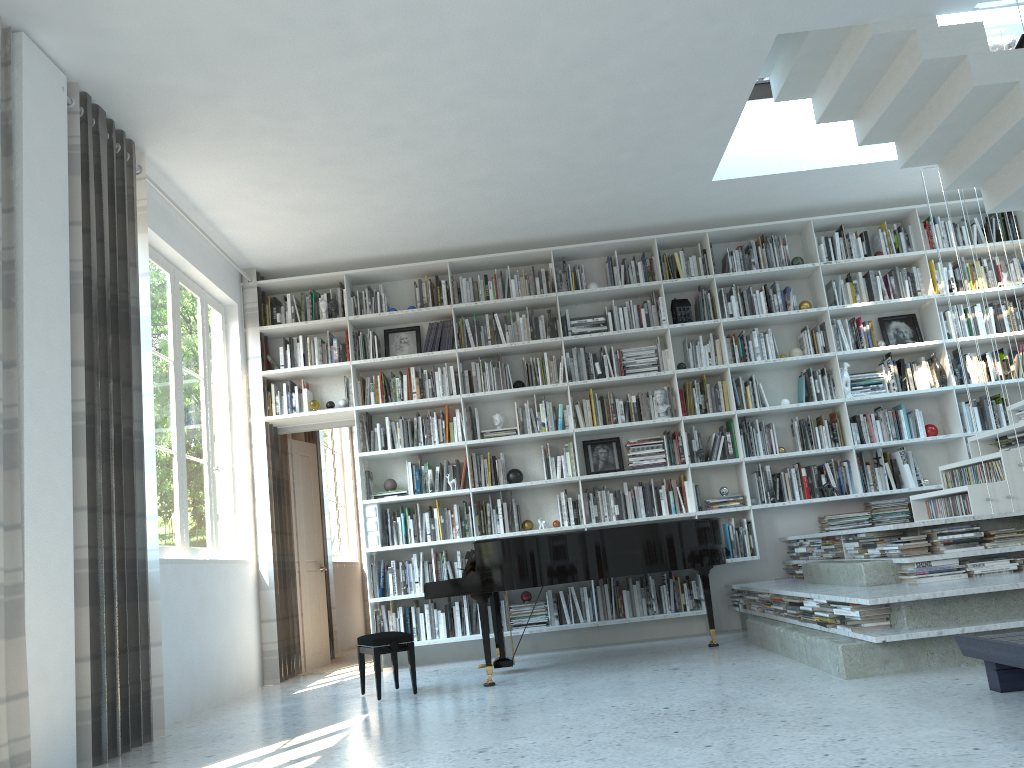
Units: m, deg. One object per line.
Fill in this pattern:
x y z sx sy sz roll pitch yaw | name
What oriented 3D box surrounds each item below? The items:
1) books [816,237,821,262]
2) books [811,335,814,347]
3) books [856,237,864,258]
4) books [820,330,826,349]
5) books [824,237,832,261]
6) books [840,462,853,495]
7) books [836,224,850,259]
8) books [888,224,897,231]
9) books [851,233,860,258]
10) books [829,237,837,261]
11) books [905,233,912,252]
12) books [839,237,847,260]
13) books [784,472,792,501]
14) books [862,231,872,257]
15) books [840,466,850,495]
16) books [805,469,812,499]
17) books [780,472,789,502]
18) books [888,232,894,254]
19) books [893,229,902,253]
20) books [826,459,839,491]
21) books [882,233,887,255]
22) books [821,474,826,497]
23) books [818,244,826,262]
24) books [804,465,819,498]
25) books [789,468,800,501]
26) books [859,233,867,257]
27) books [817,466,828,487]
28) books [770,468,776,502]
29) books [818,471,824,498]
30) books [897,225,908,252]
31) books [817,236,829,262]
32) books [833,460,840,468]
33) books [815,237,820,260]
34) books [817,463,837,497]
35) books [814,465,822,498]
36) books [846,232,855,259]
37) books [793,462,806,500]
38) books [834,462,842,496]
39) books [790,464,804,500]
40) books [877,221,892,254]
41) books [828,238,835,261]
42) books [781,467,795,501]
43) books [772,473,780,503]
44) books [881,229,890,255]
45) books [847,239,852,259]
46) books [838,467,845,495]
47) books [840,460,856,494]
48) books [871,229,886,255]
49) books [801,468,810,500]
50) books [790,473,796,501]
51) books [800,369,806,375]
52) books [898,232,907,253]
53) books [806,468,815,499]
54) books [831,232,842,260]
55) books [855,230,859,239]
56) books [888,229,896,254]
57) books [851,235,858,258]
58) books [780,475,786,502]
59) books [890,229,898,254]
2.492 -1.055 7.267 0.014 0.263 0.140 -6 -11 1 | books
2.401 -0.300 7.140 0.011 0.227 0.131 -6 -11 1 | books
2.816 -1.066 7.236 0.024 0.201 0.190 -6 -11 1 | books
2.482 -0.310 7.121 0.013 0.220 0.156 -6 -11 1 | books
2.560 -1.056 7.243 0.026 0.241 0.185 -6 -11 1 | books
2.594 0.743 6.902 0.026 0.257 0.157 -6 -11 1 | books
2.704 -1.117 7.250 0.014 0.331 0.181 -6 -11 1 | books
3.138 -1.146 7.261 0.020 0.298 0.131 -6 -11 1 | books
2.792 -1.086 7.254 0.021 0.253 0.151 -6 -11 1 | books
2.611 -1.060 7.268 0.027 0.249 0.140 -6 -11 1 | books
3.221 -1.110 7.261 0.031 0.211 0.132 -6 -11 1 | books
2.688 -1.063 7.251 0.030 0.230 0.148 -6 -11 1 | books
2.136 0.812 6.916 0.024 0.227 0.160 -6 -11 1 | books
2.882 -1.099 7.250 0.030 0.257 0.165 -6 -11 1 | books
2.570 0.759 6.893 0.025 0.227 0.176 -6 -11 1 | books
2.289 0.790 6.915 0.025 0.237 0.157 -6 -11 1 | books
2.109 0.812 6.921 0.029 0.234 0.142 -6 -11 1 | books
3.063 -1.106 7.234 0.007 0.225 0.170 -6 -11 1 | books
3.122 -1.117 7.235 0.018 0.234 0.186 -6 -11 1 | books
2.502 0.738 6.917 0.013 0.293 0.135 -6 -11 1 | books
3.009 -1.096 7.238 0.008 0.220 0.183 -6 -11 1 | books
2.410 0.802 6.901 0.025 0.180 0.169 -6 -11 1 | books
2.514 -1.023 7.231 0.022 0.182 0.190 -6 -11 1 | books
2.333 0.771 6.907 0.026 0.262 0.173 -6 -11 1 | books
2.184 0.792 6.904 0.025 0.252 0.182 -6 -11 1 | books
2.862 -1.092 7.263 0.012 0.253 0.161 -6 -11 1 | books
2.425 0.768 6.910 0.012 0.248 0.165 -6 -11 1 | books
2.011 0.799 6.909 0.010 0.276 0.174 -6 -11 1 | books
2.386 0.792 6.910 0.022 0.210 0.136 -6 -11 1 | books
3.189 -1.141 7.262 0.025 0.278 0.136 -6 -11 1 | books
2.534 -1.056 7.249 0.025 0.250 0.178 -6 -11 1 | books
2.549 0.741 6.929 0.012 0.282 0.144 -6 -11 1 | books
2.469 -1.069 7.262 0.028 0.293 0.150 -6 -11 1 | books
2.462 0.754 6.905 0.070 0.266 0.186 -6 -11 1 | books
2.359 0.769 6.914 0.026 0.262 0.170 -6 -11 1 | books
2.751 -1.087 7.246 0.014 0.261 0.168 -6 -11 1 | books
2.237 0.765 6.904 0.012 0.292 0.175 -6 -11 1 | books
2.520 0.750 6.915 0.021 0.264 0.150 -6 -11 1 | books
2.226 0.775 6.925 0.012 0.284 0.160 -6 -11 1 | books
3.052 -1.150 7.252 0.007 0.320 0.166 -6 -11 1 | books
2.586 -1.052 7.250 0.024 0.230 0.169 -6 -11 1 | books
2.152 0.790 6.917 0.014 0.267 0.172 -6 -11 1 | books
2.051 0.818 6.910 0.065 0.231 0.162 -6 -11 1 | books
3.027 -1.113 7.246 0.016 0.251 0.189 -6 -11 1 | books
2.733 -1.061 7.262 0.030 0.220 0.133 -6 -11 1 | books
2.539 0.767 6.898 0.013 0.219 0.168 -6 -11 1 | books
2.618 0.733 6.904 0.025 0.272 0.171 -6 -11 1 | books
2.993 -1.113 7.238 0.019 0.255 0.169 -6 -11 1 | books
2.261 0.787 6.902 0.031 0.243 0.185 -6 -11 1 | books
2.168 0.812 6.917 0.012 0.221 0.153 -6 -11 1 | books
2.348 0.036 7.068 0.016 0.289 0.135 -6 -11 1 | books
3.165 -1.108 7.238 0.029 0.209 0.169 -6 -11 1 | books
2.312 0.786 6.922 0.021 0.242 0.131 -6 -11 1 | books
2.646 -1.082 7.254 0.048 0.277 0.150 -6 -11 1 | books
2.830 -1.100 7.269 0.012 0.278 0.153 -6 -11 1 | books
3.080 -1.117 7.244 0.031 0.248 0.165 -6 -11 1 | books
2.771 -1.076 7.244 0.022 0.235 0.172 -6 -11 1 | books
2.090 0.821 6.909 0.011 0.216 0.176 -6 -11 1 | books
3.104 -1.121 7.259 0.017 0.256 0.147 -6 -11 1 | books
